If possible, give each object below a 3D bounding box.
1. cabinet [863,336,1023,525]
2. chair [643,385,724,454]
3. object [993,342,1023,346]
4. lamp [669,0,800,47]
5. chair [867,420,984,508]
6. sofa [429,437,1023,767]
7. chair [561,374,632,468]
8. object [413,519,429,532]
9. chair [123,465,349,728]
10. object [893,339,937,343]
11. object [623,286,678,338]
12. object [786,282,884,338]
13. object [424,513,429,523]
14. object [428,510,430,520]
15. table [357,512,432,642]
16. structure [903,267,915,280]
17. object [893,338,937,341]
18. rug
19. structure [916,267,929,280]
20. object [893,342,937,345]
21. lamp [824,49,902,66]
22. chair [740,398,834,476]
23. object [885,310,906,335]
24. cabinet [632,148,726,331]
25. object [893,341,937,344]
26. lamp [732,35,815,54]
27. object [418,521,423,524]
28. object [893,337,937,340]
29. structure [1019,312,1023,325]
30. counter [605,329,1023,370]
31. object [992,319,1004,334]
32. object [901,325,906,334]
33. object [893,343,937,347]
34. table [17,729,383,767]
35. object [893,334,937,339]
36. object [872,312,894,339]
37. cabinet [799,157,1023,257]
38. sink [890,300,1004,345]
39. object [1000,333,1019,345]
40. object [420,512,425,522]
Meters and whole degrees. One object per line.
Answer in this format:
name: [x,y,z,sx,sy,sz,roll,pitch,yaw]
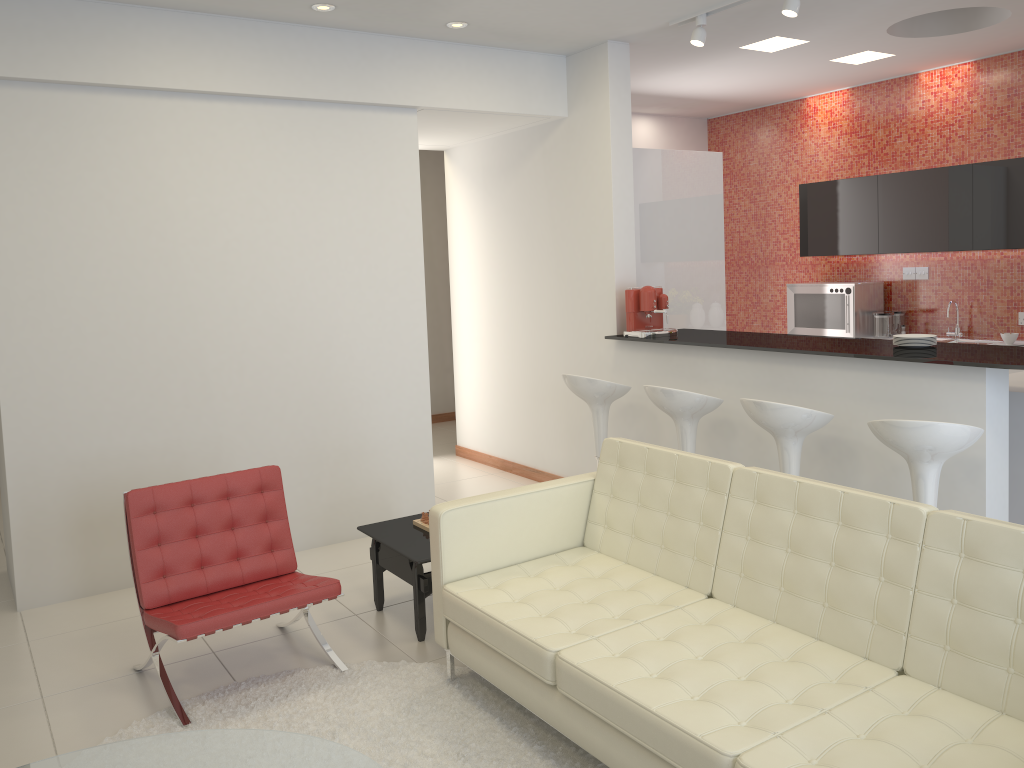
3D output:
cabinet: [2.798,0.264,6.404,2.501,0.980,3.345,-7,9,-32]
chair: [1.004,0.494,5.085,0.465,1.016,0.458,-4,5,-22]
object: [3.693,-0.293,6.571,0.218,0.014,0.220,-1,8,7]
lamp: [1.506,-2.089,4.801,0.112,0.198,1.827,-6,8,-32]
chair: [1.803,0.626,3.859,0.457,1.016,0.466,2,7,43]
sofa: [0.758,0.842,2.857,1.003,0.918,2.572,-6,8,-32]
chair: [0.573,0.422,5.750,0.465,1.016,0.458,-4,5,-22]
object: [-0.256,0.703,4.457,0.361,0.021,0.361,-7,9,-32]
chair: [-1.209,0.847,3.838,0.702,0.813,0.708,-7,7,-38]
object: [2.106,-0.225,4.631,0.210,0.015,0.211,-1,8,11]
object: [0.956,-0.485,5.850,0.321,0.335,0.321,-6,7,-32]
object: [2.880,-0.672,7.939,0.436,0.468,0.724,-6,8,-32]
object: [-0.429,0.673,4.463,0.030,0.052,0.030,-5,6,-25]
object: [-0.417,0.666,4.518,0.030,0.049,0.030,-5,6,-25]
table: [-0.215,0.919,4.488,0.919,0.420,0.703,-7,8,-33]
structure: [3.404,-0.947,7.589,0.013,0.104,0.114,-5,7,-32]
object: [2.106,-0.232,4.630,0.210,0.015,0.211,-1,8,11]
rug: [-0.262,1.416,2.336,2.449,0.004,3.338,-7,9,-31]
structure: [3.470,-0.937,7.491,0.008,0.104,0.114,-5,7,-32]
object: [2.107,-0.211,4.632,0.210,0.015,0.211,-1,8,11]
lamp: [2.685,-2.517,6.787,0.409,0.034,0.410,-7,9,-32]
chair: [1.402,0.560,4.472,0.465,1.016,0.458,-4,5,-22]
object: [3.308,-0.522,7.634,0.172,0.214,0.173,-4,6,-14]
cabinet: [0.779,-0.546,7.290,1.060,2.512,1.641,-5,6,-33]
object: [2.107,-0.218,4.631,0.210,0.015,0.211,-1,8,11]
lamp: [1.850,-2.412,6.248,0.409,0.034,0.410,-7,9,-32]
object: [-0.257,0.692,4.457,0.350,0.001,0.347,-7,9,-32]
object: [2.106,-0.239,4.630,0.210,0.015,0.211,-1,8,11]
structure: [3.971,-0.497,6.759,0.016,0.098,0.199,-5,7,-32]
counter: [1.744,-0.220,4.974,0.737,0.019,2.973,-7,9,-32]
object: [3.661,-0.393,6.622,0.011,0.177,0.165,-4,6,-19]
object: [3.313,-0.453,7.492,0.037,0.092,0.037,-5,6,-33]
object: [2.107,-0.204,4.632,0.210,0.015,0.211,-1,8,11]
table: [-0.946,1.300,1.897,1.541,0.402,1.324,-7,9,-34]
object: [2.105,-0.246,4.629,0.210,0.015,0.211,-1,8,11]
object: [3.135,-0.494,7.475,0.172,0.214,0.173,-4,6,-14]
cabinet: [3.652,-1.364,6.825,0.353,0.656,3.252,-5,8,-32]
sink: [3.494,-0.396,7.081,0.418,0.535,0.810,-6,7,-32]
object: [3.691,-0.333,6.568,0.121,0.084,0.121,-4,7,-13]
object: [-0.451,0.673,4.497,0.030,0.044,0.030,-5,6,-25]
